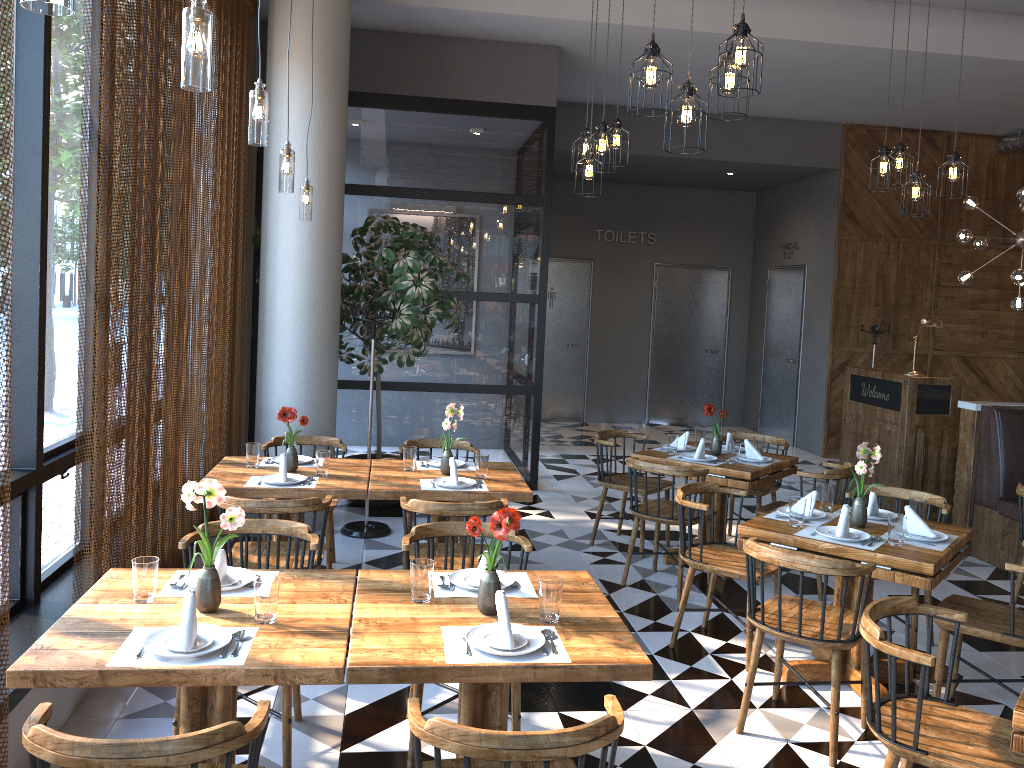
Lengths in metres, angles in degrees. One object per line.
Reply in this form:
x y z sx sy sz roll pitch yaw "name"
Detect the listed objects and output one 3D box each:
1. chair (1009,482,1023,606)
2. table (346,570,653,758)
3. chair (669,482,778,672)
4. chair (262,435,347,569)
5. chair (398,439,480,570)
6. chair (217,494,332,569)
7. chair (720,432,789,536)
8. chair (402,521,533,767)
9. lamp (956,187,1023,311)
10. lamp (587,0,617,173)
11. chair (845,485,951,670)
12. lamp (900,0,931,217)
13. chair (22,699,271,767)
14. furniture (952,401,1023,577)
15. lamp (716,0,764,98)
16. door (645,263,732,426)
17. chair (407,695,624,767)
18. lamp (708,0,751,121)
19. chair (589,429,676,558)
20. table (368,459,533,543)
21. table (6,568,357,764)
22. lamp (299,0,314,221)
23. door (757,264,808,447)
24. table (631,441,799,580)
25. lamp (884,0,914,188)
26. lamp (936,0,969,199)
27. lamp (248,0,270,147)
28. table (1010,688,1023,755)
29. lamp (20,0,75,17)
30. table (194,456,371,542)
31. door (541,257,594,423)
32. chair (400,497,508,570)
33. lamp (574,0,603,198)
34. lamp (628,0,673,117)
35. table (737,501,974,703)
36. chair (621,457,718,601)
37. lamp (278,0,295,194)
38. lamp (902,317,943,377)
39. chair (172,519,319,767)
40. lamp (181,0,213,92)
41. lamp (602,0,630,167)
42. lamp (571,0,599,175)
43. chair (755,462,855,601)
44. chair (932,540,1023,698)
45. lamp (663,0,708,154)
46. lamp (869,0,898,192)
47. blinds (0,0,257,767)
3.227 1.021 5.149 0.549 0.815 0.521 2 4 -8 "chair"
-0.097 1.110 2.873 0.850 0.762 0.853 2 4 -8 "table"
1.120 0.972 4.627 0.551 0.815 0.520 6 5 37 "chair"
-1.312 0.769 5.538 0.519 0.815 0.551 2 4 -8 "chair"
-0.477 0.798 5.652 0.519 0.815 0.551 2 4 -8 "chair"
-1.139 0.902 4.246 0.519 0.815 0.551 2 4 -8 "chair"
1.760 0.808 6.642 0.520 0.815 0.550 6 5 37 "chair"
-0.190 1.016 3.519 0.519 0.815 0.551 2 4 -8 "chair"
5.191 -1.829 8.943 1.189 2.187 1.161 6 5 43 "lamp"
0.607 -2.363 5.497 0.175 2.066 0.175 1 4 -29 "lamp"
2.023 1.003 4.750 0.520 0.815 0.550 6 5 37 "chair"
2.793 -2.175 5.988 0.175 2.066 0.175 5 4 36 "lamp"
-0.852 1.120 2.113 0.519 0.815 0.551 2 4 -8 "chair"
4.784 1.067 3.704 1.917 1.147 6.608 2 5 -8 "furniture"
1.019 -2.274 3.742 0.175 2.066 0.175 2 3 -13 "lamp"
2.638 -0.572 13.192 1.206 2.388 0.114 2 3 -8 "door"
-0.017 1.149 2.227 0.519 0.815 0.551 2 4 -8 "chair"
1.023 -2.238 3.953 0.175 2.066 0.175 1 3 -24 "lamp"
0.869 0.780 6.498 0.551 0.815 0.520 6 5 37 "chair"
-0.384 0.891 5.006 0.850 0.762 0.853 2 4 -8 "table"
-0.945 1.081 2.757 0.850 0.762 0.853 2 4 -8 "table"
-1.272 -2.021 5.603 0.078 1.959 0.078 4 3 24 "lamp"
3.675 -0.421 12.141 0.114 2.388 1.210 2 4 -8 "door"
1.383 0.869 6.107 0.866 0.762 0.865 6 6 37 "table"
2.775 -2.428 6.205 0.175 2.066 0.175 5 4 36 "lamp"
3.012 -2.290 5.921 0.175 2.066 0.175 3 3 2 "lamp"
-0.994 -1.956 3.577 0.078 1.959 0.078 2 3 -18 "lamp"
1.881 1.248 2.408 0.866 0.762 0.865 6 6 37 "table"
-0.704 -1.583 1.379 0.078 1.959 0.078 5 4 32 "lamp"
-1.231 0.862 4.890 0.850 0.762 0.853 2 4 -8 "table"
0.545 -0.643 12.905 1.206 2.388 0.114 2 3 -8 "door"
-0.303 0.930 4.360 0.519 0.815 0.551 2 4 -8 "chair"
0.542 -2.256 5.718 0.175 2.066 0.175 3 3 5 "lamp"
0.637 -2.194 3.753 0.175 2.066 0.175 6 4 43 "lamp"
1.634 1.059 4.248 0.866 0.762 0.865 6 6 37 "table"
0.990 0.873 5.596 0.520 0.815 0.550 6 5 37 "chair"
-1.130 -1.972 4.560 0.078 1.959 0.078 1 3 -22 "lamp"
3.368 -0.175 7.289 0.445 0.755 0.170 0 4 -33 "lamp"
-1.025 0.988 3.405 0.519 0.815 0.551 2 4 -8 "chair"
-0.842 -1.805 2.434 0.078 1.959 0.078 3 3 0 "lamp"
0.735 -2.491 5.849 0.175 2.066 0.175 3 3 5 "lamp"
0.537 -2.450 5.923 0.175 2.066 0.175 2 3 -6 "lamp"
1.893 0.903 5.719 0.551 0.815 0.520 6 5 37 "chair"
2.144 1.095 3.848 0.551 0.815 0.520 6 5 37 "chair"
0.815 -2.066 3.882 0.175 2.066 0.175 2 3 -13 "lamp"
2.610 -2.367 6.077 0.175 2.066 0.175 4 3 25 "lamp"
-1.470 -0.589 2.833 0.160 3.571 7.289 2 5 -8 "blinds"
